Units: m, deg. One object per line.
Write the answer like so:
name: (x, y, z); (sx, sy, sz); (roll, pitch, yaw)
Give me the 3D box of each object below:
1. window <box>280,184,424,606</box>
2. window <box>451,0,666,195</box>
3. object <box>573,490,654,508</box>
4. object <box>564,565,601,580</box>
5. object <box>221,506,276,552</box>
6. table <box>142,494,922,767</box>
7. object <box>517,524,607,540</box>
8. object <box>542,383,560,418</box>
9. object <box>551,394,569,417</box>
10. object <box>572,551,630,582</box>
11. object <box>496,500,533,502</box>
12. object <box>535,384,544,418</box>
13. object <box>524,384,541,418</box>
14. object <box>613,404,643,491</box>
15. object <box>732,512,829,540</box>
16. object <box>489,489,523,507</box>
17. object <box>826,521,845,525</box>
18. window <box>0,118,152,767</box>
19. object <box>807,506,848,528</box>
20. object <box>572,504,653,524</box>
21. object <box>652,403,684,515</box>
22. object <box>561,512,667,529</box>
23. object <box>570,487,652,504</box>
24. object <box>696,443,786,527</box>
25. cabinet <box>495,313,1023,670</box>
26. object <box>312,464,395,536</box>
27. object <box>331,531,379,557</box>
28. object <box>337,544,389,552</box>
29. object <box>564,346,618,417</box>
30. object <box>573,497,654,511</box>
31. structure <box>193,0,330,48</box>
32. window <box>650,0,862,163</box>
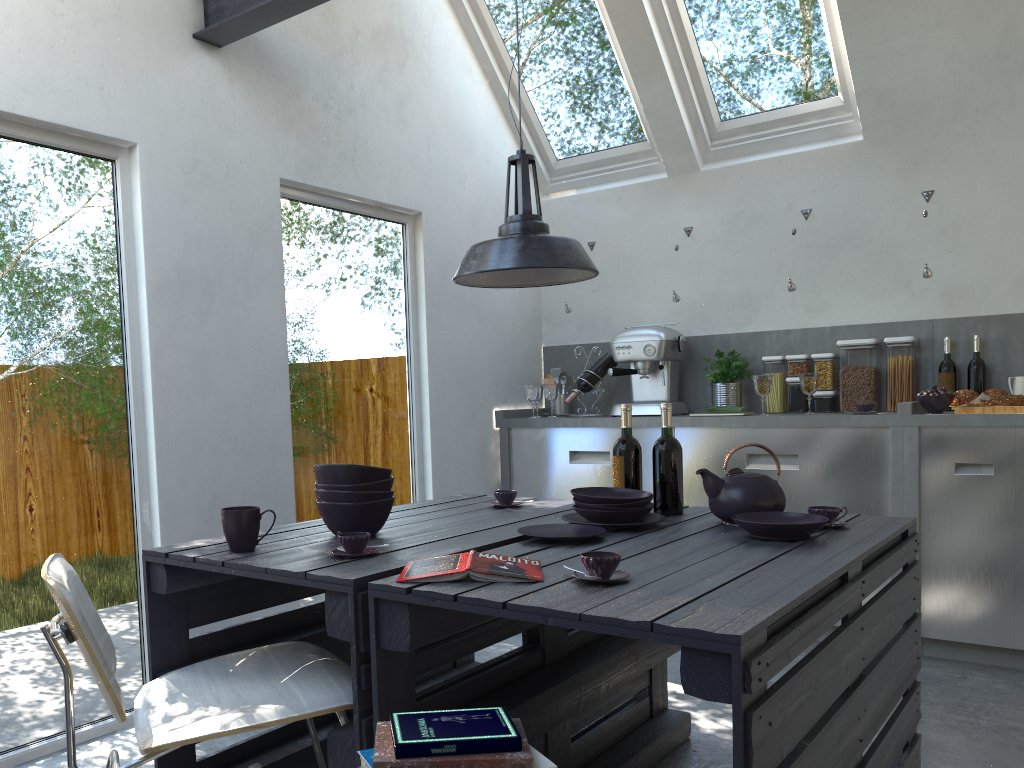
window: (-0.761, 0.200, 4.205); (0.063, 2.138, 0.924); (1, 4, 35)
window: (0.182, -1.846, 4.591); (0.881, 1.402, 1.394); (0, 2, 35)
object: (0.292, 0.346, 2.523); (0.243, 0.063, 0.214); (-2, -1, 40)
object: (0.139, 0.390, 1.795); (0.026, 0.013, 0.138); (-2, -1, -30)
object: (-0.691, 0.378, 2.271); (0.136, 0.110, 0.095); (-1, 2, 28)
table: (0.097, 0.808, 2.447); (1.699, 0.800, 1.414); (-2, 0, 36)
object: (0.132, 0.397, 2.323); (0.249, 0.019, 0.220); (-2, -1, 40)
object: (0.223, 0.094, 4.928); (0.093, 0.193, 0.103); (-3, 3, -32)
object: (0.285, 0.126, 5.203); (0.104, 0.133, 0.109); (-2, 2, -13)
object: (0.181, 0.371, 1.782); (0.123, 0.056, 0.109); (-2, 0, 43)
object: (0.010, 0.413, 3.064); (0.136, 0.013, 0.027); (-2, 0, 15)
object: (0.145, 0.099, 5.062); (0.100, 0.193, 0.096); (-1, 3, 7)
object: (0.118, 0.097, 4.925); (0.104, 0.193, 0.093); (0, 3, 30)
object: (0.368, 0.236, 2.792); (0.088, 0.346, 0.094); (-2, 4, -16)
object: (0.685, 0.365, 2.241); (0.223, 0.047, 0.235); (-1, -1, -14)
object: (-0.022, 0.397, 3.039); (0.122, 0.056, 0.110); (-2, 0, 23)
object: (0.855, 0.378, 2.342); (0.124, 0.013, 0.029); (-1, -1, -42)
window: (-1.659, 0.205, 2.914); (0.063, 2.138, 0.924); (1, 4, 35)
object: (0.850, 0.362, 2.383); (0.122, 0.056, 0.110); (-2, 0, 28)
object: (0.290, 0.374, 2.522); (0.223, 0.047, 0.235); (-1, -1, -14)
object: (0.483, 0.232, 2.717); (0.088, 0.346, 0.094); (-3, 4, -21)
object: (0.293, 0.395, 2.525); (0.283, 0.024, 0.308); (-1, -1, -23)
object: (0.285, 0.335, 2.524); (0.242, 0.058, 0.215); (-2, -1, 36)
object: (0.668, 0.285, 2.499); (0.225, 0.233, 0.205); (0, 2, 38)
cabinet: (1.279, 0.462, 4.331); (3.024, 1.484, 0.533); (-2, 2, 37)
object: (-0.445, 0.325, 2.478); (0.205, 0.215, 0.201); (0, 2, 37)
object: (-0.386, 0.394, 2.149); (0.122, 0.056, 0.110); (-2, 0, 23)
object: (-0.372, 0.411, 2.188); (0.128, 0.013, 0.028); (-1, 0, -15)
object: (0.410, -0.015, 4.936); (0.317, 0.395, 0.243); (-2, 3, -25)
object: (0.292, 0.359, 2.520); (0.242, 0.063, 0.215); (-2, -1, 40)
structure: (-0.927, -1.442, 3.201); (2.676, 0.209, 0.128); (-2, 1, 37)
window: (1.019, -1.887, 3.960); (0.881, 1.395, 1.387); (0, 2, 35)
